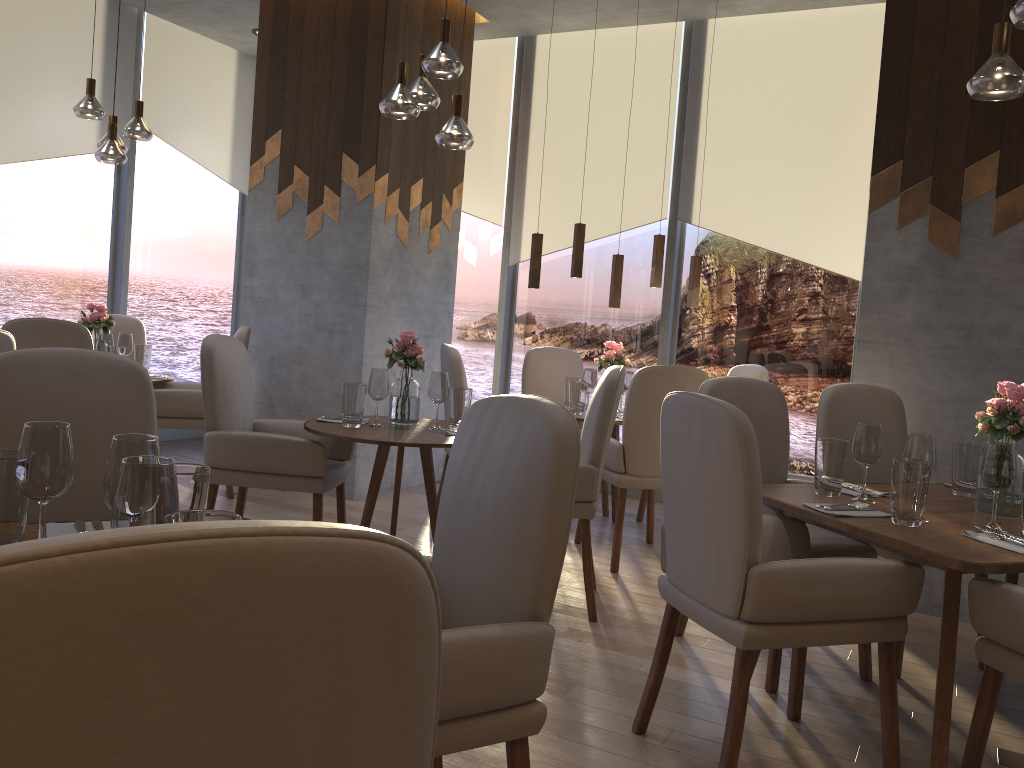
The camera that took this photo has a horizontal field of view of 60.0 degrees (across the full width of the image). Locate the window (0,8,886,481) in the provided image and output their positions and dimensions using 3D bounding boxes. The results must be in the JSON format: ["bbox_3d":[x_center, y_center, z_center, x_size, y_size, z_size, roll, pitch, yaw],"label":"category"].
[{"bbox_3d":[-1.072,-1.059,3.908,16.111,3.195,8.078,3,4,-18],"label":"window"}]

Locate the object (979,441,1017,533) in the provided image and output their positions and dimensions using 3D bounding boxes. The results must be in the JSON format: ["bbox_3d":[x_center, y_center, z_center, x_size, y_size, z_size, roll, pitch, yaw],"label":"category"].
[{"bbox_3d":[1.351,0.286,2.471,0.092,0.244,0.092,5,3,23],"label":"object"}]

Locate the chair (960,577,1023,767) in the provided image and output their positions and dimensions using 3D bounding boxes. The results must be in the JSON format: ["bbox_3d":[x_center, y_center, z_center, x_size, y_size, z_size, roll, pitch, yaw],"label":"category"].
[{"bbox_3d":[1.441,0.616,1.996,0.528,0.999,0.601,3,3,-19],"label":"chair"}]

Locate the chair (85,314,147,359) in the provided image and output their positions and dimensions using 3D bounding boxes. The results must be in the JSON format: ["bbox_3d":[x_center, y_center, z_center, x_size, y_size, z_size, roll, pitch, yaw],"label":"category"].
[{"bbox_3d":[-2.607,0.057,5.638,0.528,0.999,0.601,4,3,-15],"label":"chair"}]

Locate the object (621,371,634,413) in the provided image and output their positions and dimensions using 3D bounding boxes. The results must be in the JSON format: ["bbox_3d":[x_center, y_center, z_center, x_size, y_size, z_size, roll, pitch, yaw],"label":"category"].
[{"bbox_3d":[0.667,0.047,5.162,0.092,0.244,0.092,6,3,35],"label":"object"}]

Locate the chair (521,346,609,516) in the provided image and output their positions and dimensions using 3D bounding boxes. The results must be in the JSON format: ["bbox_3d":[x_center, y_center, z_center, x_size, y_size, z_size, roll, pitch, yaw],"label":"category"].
[{"bbox_3d":[0.323,0.277,5.609,0.528,0.999,0.601,3,3,-19],"label":"chair"}]

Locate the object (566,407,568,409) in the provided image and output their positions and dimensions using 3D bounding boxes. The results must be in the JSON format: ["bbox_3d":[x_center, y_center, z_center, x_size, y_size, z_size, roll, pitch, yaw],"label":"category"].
[{"bbox_3d":[0.259,0.140,5.011,0.255,0.019,0.158,3,4,-18],"label":"object"}]

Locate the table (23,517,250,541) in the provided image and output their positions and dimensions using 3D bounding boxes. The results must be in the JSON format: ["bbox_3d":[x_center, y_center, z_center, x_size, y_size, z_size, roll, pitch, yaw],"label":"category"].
[{"bbox_3d":[-0.965,0.654,1.286,1.306,0.665,0.967,2,4,-29],"label":"table"}]

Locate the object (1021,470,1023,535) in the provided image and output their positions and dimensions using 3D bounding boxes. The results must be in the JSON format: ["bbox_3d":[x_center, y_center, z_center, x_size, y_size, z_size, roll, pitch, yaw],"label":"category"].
[{"bbox_3d":[1.439,0.329,2.410,0.102,0.178,0.102,5,3,17],"label":"object"}]

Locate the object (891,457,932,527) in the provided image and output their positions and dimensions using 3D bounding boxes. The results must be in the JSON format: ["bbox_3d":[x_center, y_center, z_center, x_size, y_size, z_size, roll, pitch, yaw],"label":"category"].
[{"bbox_3d":[1.101,0.301,2.460,0.102,0.178,0.102,5,3,8],"label":"object"}]

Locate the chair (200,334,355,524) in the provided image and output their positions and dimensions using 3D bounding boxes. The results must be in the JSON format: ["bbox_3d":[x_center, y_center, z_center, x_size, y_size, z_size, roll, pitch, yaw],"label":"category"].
[{"bbox_3d":[-1.022,0.305,3.801,0.600,0.999,0.529,4,3,4],"label":"chair"}]

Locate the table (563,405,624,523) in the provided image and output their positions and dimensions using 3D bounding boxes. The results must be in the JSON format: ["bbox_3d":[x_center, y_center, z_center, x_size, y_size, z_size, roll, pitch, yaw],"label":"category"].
[{"bbox_3d":[0.514,0.497,5.062,0.833,0.661,0.835,1,5,-42],"label":"table"}]

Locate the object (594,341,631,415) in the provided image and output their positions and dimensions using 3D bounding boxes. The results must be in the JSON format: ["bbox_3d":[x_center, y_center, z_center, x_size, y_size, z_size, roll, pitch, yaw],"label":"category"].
[{"bbox_3d":[0.573,-0.039,5.065,0.210,0.415,0.198,6,3,40],"label":"object"}]

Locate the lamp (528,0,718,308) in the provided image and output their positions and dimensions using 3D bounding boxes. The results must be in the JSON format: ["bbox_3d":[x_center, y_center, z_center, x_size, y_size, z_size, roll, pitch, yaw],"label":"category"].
[{"bbox_3d":[0.652,-1.392,4.982,1.160,1.929,0.118,3,2,-18],"label":"lamp"}]

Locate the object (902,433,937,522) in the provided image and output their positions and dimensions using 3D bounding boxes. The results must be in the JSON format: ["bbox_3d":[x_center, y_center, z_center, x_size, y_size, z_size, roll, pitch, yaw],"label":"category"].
[{"bbox_3d":[1.167,0.267,2.547,0.092,0.244,0.092,6,3,30],"label":"object"}]

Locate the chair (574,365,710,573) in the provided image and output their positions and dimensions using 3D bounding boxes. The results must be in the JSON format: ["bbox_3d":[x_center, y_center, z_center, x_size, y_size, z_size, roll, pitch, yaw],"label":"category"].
[{"bbox_3d":[0.661,0.383,4.463,0.528,0.999,0.601,4,3,-16],"label":"chair"}]

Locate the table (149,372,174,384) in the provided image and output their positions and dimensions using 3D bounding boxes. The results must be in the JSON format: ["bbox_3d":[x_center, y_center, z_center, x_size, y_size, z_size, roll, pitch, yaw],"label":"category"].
[{"bbox_3d":[-2.430,0.273,5.150,0.834,0.661,0.834,5,3,14],"label":"table"}]

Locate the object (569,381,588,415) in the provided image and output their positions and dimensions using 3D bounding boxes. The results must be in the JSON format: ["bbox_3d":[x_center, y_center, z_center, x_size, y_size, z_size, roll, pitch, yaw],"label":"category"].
[{"bbox_3d":[0.361,0.078,4.872,0.102,0.178,0.102,5,3,8],"label":"object"}]

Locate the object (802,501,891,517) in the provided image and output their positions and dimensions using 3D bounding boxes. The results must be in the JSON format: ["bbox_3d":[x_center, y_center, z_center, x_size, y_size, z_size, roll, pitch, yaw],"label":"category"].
[{"bbox_3d":[1.000,0.363,2.599,0.255,0.019,0.158,3,4,-18],"label":"object"}]

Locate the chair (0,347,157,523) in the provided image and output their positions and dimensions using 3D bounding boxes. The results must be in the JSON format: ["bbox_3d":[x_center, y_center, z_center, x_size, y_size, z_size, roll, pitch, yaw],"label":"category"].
[{"bbox_3d":[-1.025,0.434,1.988,0.528,0.999,0.601,3,3,-26],"label":"chair"}]

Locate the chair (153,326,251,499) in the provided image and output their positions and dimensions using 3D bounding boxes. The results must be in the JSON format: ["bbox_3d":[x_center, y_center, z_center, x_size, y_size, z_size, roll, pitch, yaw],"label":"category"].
[{"bbox_3d":[-1.893,0.137,5.261,0.599,0.999,0.529,3,3,-18],"label":"chair"}]

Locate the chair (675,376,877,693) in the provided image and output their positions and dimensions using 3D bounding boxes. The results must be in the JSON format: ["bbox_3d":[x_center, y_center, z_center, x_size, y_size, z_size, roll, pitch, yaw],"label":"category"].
[{"bbox_3d":[0.961,0.493,3.230,0.528,0.999,0.601,3,3,-24],"label":"chair"}]

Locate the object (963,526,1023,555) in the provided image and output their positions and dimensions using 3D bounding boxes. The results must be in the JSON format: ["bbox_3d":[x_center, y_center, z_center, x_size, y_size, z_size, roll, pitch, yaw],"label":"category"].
[{"bbox_3d":[1.298,0.406,2.315,0.157,0.019,0.255,3,4,-19],"label":"object"}]

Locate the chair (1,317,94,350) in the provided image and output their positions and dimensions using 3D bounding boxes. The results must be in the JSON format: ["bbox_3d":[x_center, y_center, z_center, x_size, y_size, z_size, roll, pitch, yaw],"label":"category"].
[{"bbox_3d":[-2.331,0.157,4.512,0.528,0.999,0.601,4,3,-16],"label":"chair"}]

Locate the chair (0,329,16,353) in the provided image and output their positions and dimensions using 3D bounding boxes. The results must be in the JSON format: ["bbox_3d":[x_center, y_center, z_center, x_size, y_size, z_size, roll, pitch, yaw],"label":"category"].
[{"bbox_3d":[-2.054,0.288,2.960,0.600,0.999,0.529,5,3,9],"label":"chair"}]

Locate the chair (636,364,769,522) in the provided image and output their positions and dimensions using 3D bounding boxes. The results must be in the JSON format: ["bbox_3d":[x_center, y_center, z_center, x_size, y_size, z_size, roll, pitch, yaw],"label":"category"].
[{"bbox_3d":[1.128,0.366,5.195,0.599,0.999,0.529,4,3,-15],"label":"chair"}]

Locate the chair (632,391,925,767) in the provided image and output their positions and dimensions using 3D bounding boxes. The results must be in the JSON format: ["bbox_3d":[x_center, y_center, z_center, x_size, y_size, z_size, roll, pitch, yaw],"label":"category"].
[{"bbox_3d":[0.698,0.532,2.400,0.599,0.999,0.529,3,3,-19],"label":"chair"}]

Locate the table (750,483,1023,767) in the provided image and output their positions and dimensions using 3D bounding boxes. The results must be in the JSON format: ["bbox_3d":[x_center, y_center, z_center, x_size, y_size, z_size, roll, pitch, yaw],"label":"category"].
[{"bbox_3d":[1.458,0.731,2.734,1.306,0.665,0.967,3,4,-22],"label":"table"}]

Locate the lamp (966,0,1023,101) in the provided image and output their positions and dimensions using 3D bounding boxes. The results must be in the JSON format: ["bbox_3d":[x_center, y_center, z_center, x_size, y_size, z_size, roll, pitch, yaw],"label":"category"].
[{"bbox_3d":[1.645,-1.455,2.654,0.439,1.324,0.440,5,2,13],"label":"lamp"}]

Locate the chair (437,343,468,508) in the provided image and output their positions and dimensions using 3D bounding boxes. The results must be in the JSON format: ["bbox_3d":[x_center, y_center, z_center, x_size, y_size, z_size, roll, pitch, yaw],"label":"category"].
[{"bbox_3d":[-0.126,0.294,4.897,0.599,0.999,0.529,4,3,-13],"label":"chair"}]

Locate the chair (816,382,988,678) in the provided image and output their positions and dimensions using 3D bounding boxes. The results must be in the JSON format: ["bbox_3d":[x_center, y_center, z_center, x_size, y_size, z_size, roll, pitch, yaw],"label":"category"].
[{"bbox_3d":[1.487,0.517,3.435,0.528,0.999,0.601,3,3,-19],"label":"chair"}]

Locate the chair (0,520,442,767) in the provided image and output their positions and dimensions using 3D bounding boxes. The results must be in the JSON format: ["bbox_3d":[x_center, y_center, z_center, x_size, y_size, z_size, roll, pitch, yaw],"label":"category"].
[{"bbox_3d":[-0.397,0.562,0.836,0.528,0.999,0.601,3,3,-34],"label":"chair"}]

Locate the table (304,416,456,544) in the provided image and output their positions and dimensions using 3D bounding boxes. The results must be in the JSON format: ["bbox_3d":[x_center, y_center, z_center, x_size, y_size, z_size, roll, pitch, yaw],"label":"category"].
[{"bbox_3d":[-0.475,0.517,3.751,0.834,0.661,0.835,4,3,2],"label":"table"}]

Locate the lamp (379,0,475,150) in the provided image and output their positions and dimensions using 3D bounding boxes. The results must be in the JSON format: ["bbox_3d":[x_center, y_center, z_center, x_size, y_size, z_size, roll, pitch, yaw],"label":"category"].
[{"bbox_3d":[-0.313,-1.675,3.695,0.440,1.324,0.439,6,3,35],"label":"lamp"}]

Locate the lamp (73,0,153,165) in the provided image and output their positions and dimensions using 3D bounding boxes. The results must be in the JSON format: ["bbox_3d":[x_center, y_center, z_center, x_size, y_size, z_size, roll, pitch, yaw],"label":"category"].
[{"bbox_3d":[-2.263,-1.918,5.086,0.439,1.324,0.440,4,2,-5],"label":"lamp"}]

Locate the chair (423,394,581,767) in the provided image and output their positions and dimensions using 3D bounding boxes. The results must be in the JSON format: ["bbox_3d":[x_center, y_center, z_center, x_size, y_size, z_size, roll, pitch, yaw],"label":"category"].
[{"bbox_3d":[-0.231,0.514,1.688,0.599,0.999,0.529,3,3,-32],"label":"chair"}]

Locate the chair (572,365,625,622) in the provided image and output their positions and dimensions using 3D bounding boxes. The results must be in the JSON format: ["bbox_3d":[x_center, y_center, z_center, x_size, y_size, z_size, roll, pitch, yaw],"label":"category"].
[{"bbox_3d":[0.131,0.398,3.692,0.600,0.999,0.529,4,3,4],"label":"chair"}]
